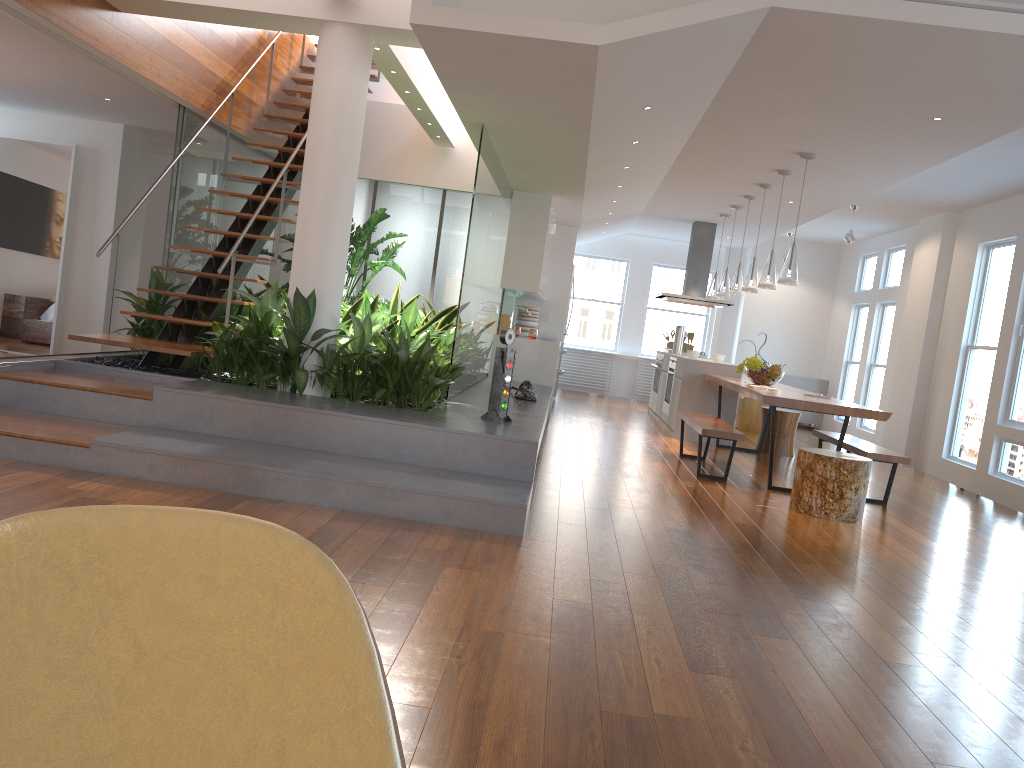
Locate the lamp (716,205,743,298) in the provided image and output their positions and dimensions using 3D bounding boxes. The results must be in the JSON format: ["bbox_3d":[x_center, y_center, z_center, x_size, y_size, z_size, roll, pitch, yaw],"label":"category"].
[{"bbox_3d":[2.373,-1.470,9.639,0.160,1.060,0.160,10,5,30],"label":"lamp"}]

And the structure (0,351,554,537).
[{"bbox_3d":[-1.268,0.138,6.947,3.088,0.386,5.584,8,4,3],"label":"structure"}]

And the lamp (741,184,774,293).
[{"bbox_3d":[2.279,-1.378,8.199,0.160,1.060,0.160,10,5,30],"label":"lamp"}]

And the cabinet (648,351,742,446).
[{"bbox_3d":[2.107,0.096,10.563,0.597,0.832,2.936,8,4,3],"label":"cabinet"}]

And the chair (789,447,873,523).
[{"bbox_3d":[2.096,0.657,5.841,0.460,0.400,0.460,9,4,13],"label":"chair"}]

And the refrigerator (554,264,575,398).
[{"bbox_3d":[0.416,-0.738,11.961,0.725,1.772,0.908,8,4,3],"label":"refrigerator"}]

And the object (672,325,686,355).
[{"bbox_3d":[2.078,-0.539,10.988,0.172,0.356,0.120,5,5,-39],"label":"object"}]

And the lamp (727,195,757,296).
[{"bbox_3d":[2.326,-1.424,8.919,0.160,1.060,0.160,10,5,30],"label":"lamp"}]

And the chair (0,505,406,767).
[{"bbox_3d":[-0.217,0.562,0.580,0.856,0.752,0.867,8,4,8],"label":"chair"}]

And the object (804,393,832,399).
[{"bbox_3d":[2.448,0.097,7.092,0.222,0.020,0.222,7,4,-5],"label":"object"}]

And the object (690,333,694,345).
[{"bbox_3d":[2.397,-0.541,11.885,0.057,0.294,0.030,8,4,3],"label":"object"}]

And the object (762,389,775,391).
[{"bbox_3d":[2.011,0.044,7.030,0.149,0.014,0.044,8,4,2],"label":"object"}]

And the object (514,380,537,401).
[{"bbox_3d":[0.100,0.047,7.027,0.216,0.155,0.181,5,5,-32],"label":"object"}]

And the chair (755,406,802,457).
[{"bbox_3d":[2.702,0.486,9.019,0.396,0.455,0.402,7,4,-7],"label":"chair"}]

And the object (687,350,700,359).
[{"bbox_3d":[1.957,-0.315,9.588,0.152,0.082,0.152,12,6,42],"label":"object"}]

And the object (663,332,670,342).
[{"bbox_3d":[2.107,-0.566,11.900,0.199,0.259,0.016,9,4,14],"label":"object"}]

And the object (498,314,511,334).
[{"bbox_3d":[-0.073,-0.635,9.497,0.104,0.222,0.200,8,4,3],"label":"object"}]

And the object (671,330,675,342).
[{"bbox_3d":[2.146,-0.578,11.899,0.055,0.299,0.027,8,4,3],"label":"object"}]

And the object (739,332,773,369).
[{"bbox_3d":[3.623,-0.483,13.045,0.590,0.563,0.210,6,5,-25],"label":"object"}]

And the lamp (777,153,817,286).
[{"bbox_3d":[2.184,-1.286,6.759,0.160,1.060,0.160,10,5,30],"label":"lamp"}]

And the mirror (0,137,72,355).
[{"bbox_3d":[-5.004,-1.367,8.640,1.267,2.044,0.049,8,4,3],"label":"mirror"}]

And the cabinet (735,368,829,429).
[{"bbox_3d":[3.918,0.205,13.114,1.309,0.725,0.420,8,4,3],"label":"cabinet"}]

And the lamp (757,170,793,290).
[{"bbox_3d":[2.231,-1.332,7.479,0.160,1.060,0.160,10,5,30],"label":"lamp"}]

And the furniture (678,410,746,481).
[{"bbox_3d":[1.570,0.494,7.209,0.316,0.389,1.433,8,4,3],"label":"furniture"}]

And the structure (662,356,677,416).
[{"bbox_3d":[1.798,0.020,10.073,0.072,0.648,0.644,8,4,3],"label":"structure"}]

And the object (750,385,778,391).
[{"bbox_3d":[2.034,0.035,7.163,0.222,0.020,0.222,12,6,44],"label":"object"}]

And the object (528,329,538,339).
[{"bbox_3d":[0.218,-0.516,9.167,0.094,0.106,0.094,8,4,9],"label":"object"}]

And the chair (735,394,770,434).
[{"bbox_3d":[3.051,0.380,11.213,0.344,0.430,0.549,8,4,7],"label":"chair"}]

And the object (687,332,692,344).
[{"bbox_3d":[2.359,-0.545,11.870,0.068,0.298,0.039,8,4,3],"label":"object"}]

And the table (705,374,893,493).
[{"bbox_3d":[2.337,0.295,9.159,0.893,0.704,5.996,8,4,3],"label":"table"}]

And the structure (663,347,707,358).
[{"bbox_3d":[2.230,-0.408,11.447,0.520,0.073,0.650,8,4,3],"label":"structure"}]

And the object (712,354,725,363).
[{"bbox_3d":[2.196,-0.272,9.450,0.152,0.082,0.152,5,5,-36],"label":"object"}]

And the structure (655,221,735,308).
[{"bbox_3d":[2.411,-1.721,11.323,0.909,1.405,0.900,8,4,3],"label":"structure"}]

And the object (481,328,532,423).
[{"bbox_3d":[-0.001,-0.045,5.304,0.318,0.565,0.134,11,5,39],"label":"object"}]

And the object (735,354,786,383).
[{"bbox_3d":[2.286,-0.129,8.129,0.394,0.284,0.292,5,5,-33],"label":"object"}]

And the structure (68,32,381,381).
[{"bbox_3d":[-1.150,-1.995,7.468,2.552,4.265,4.591,8,4,3],"label":"structure"}]

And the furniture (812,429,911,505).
[{"bbox_3d":[2.750,0.661,7.142,0.316,0.389,1.433,8,4,3],"label":"furniture"}]

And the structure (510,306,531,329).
[{"bbox_3d":[0.075,-0.638,10.235,0.248,0.536,0.115,8,4,3],"label":"structure"}]

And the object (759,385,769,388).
[{"bbox_3d":[2.035,0.029,7.163,0.070,0.030,0.079,5,5,-33],"label":"object"}]

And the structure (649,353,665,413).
[{"bbox_3d":[2.130,0.007,11.468,0.649,0.735,0.890,8,4,3],"label":"structure"}]

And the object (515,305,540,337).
[{"bbox_3d":[0.180,-0.760,10.777,0.267,0.356,0.266,10,5,29],"label":"object"}]

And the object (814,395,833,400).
[{"bbox_3d":[2.454,0.104,6.986,0.158,0.017,0.019,8,4,-2],"label":"object"}]

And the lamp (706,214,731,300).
[{"bbox_3d":[2.421,-1.516,10.359,0.160,1.060,0.160,10,5,30],"label":"lamp"}]

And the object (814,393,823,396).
[{"bbox_3d":[2.448,0.091,7.092,0.070,0.030,0.079,4,6,-43],"label":"object"}]

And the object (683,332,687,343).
[{"bbox_3d":[2.296,-0.555,11.871,0.057,0.299,0.019,8,4,3],"label":"object"}]

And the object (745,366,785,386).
[{"bbox_3d":[2.302,-0.062,8.118,0.360,0.159,0.360,5,5,-33],"label":"object"}]

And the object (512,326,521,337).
[{"bbox_3d":[0.041,-0.544,9.224,0.094,0.106,0.094,8,4,9],"label":"object"}]

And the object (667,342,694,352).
[{"bbox_3d":[2.252,-0.482,11.888,0.353,0.157,0.084,8,4,3],"label":"object"}]

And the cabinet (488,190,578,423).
[{"bbox_3d":[0.343,-0.911,11.209,0.676,2.280,4.565,8,4,3],"label":"cabinet"}]
